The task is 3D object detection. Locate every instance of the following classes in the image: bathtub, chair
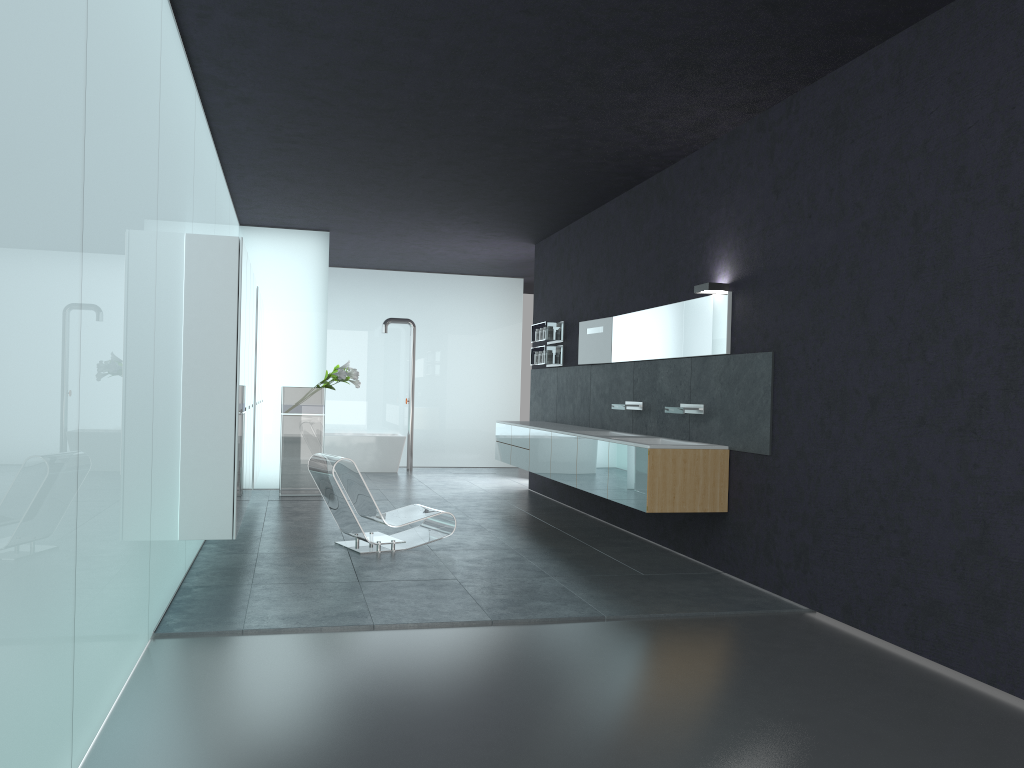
[{"bbox_3d":[-2.974,1.147,16.168,1.978,0.859,0.960,2,0,-14],"label":"bathtub"},{"bbox_3d":[-1.226,1.102,8.408,1.261,0.871,0.629,2,0,-33],"label":"chair"}]

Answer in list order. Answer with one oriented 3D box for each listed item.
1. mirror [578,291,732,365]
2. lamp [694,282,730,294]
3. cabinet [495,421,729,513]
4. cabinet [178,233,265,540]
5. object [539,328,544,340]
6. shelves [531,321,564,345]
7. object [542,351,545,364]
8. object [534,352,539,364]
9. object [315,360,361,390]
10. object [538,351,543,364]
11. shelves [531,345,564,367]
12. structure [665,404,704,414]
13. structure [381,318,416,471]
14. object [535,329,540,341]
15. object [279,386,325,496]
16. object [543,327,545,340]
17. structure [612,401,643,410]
[{"bbox_3d":[1.382,-0.514,9.330,0.109,0.532,3.721,1,0,-15],"label":"mirror"},{"bbox_3d":[1.730,-0.828,7.686,0.198,0.066,0.277,2,-1,-14],"label":"lamp"},{"bbox_3d":[0.796,0.804,10.110,0.734,0.557,5.581,2,-1,-14],"label":"cabinet"},{"bbox_3d":[-2.917,0.038,9.351,0.398,2.216,6.003,1,0,-14],"label":"cabinet"},{"bbox_3d":[0.432,-0.699,12.538,0.096,0.184,0.067,1,1,-5],"label":"object"},{"bbox_3d":[0.496,-0.721,12.486,0.265,0.285,0.769,1,0,-14],"label":"shelves"},{"bbox_3d":[0.469,-0.372,12.359,0.096,0.184,0.067,1,1,-16],"label":"object"},{"bbox_3d":[0.371,-0.370,12.750,0.096,0.184,0.067,1,1,-22],"label":"object"},{"bbox_3d":[-2.614,0.027,12.333,1.024,0.779,0.974,2,0,-22],"label":"object"},{"bbox_3d":[0.423,-0.371,12.542,0.096,0.184,0.067,1,1,-5],"label":"object"},{"bbox_3d":[0.488,-0.393,12.490,0.265,0.285,0.769,1,0,-14],"label":"shelves"},{"bbox_3d":[1.573,0.227,8.155,0.186,0.088,0.482,2,-1,-14],"label":"structure"},{"bbox_3d":[-2.114,0.219,16.364,0.643,2.872,0.123,1,1,-14],"label":"structure"},{"bbox_3d":[0.380,-0.698,12.746,0.096,0.184,0.067,1,1,-22],"label":"object"},{"bbox_3d":[-2.940,0.788,12.421,0.585,1.491,0.575,1,1,-14],"label":"object"},{"bbox_3d":[0.478,-0.700,12.356,0.096,0.184,0.067,1,1,-16],"label":"object"},{"bbox_3d":[1.229,0.232,9.531,0.186,0.088,0.482,2,-1,-14],"label":"structure"}]
